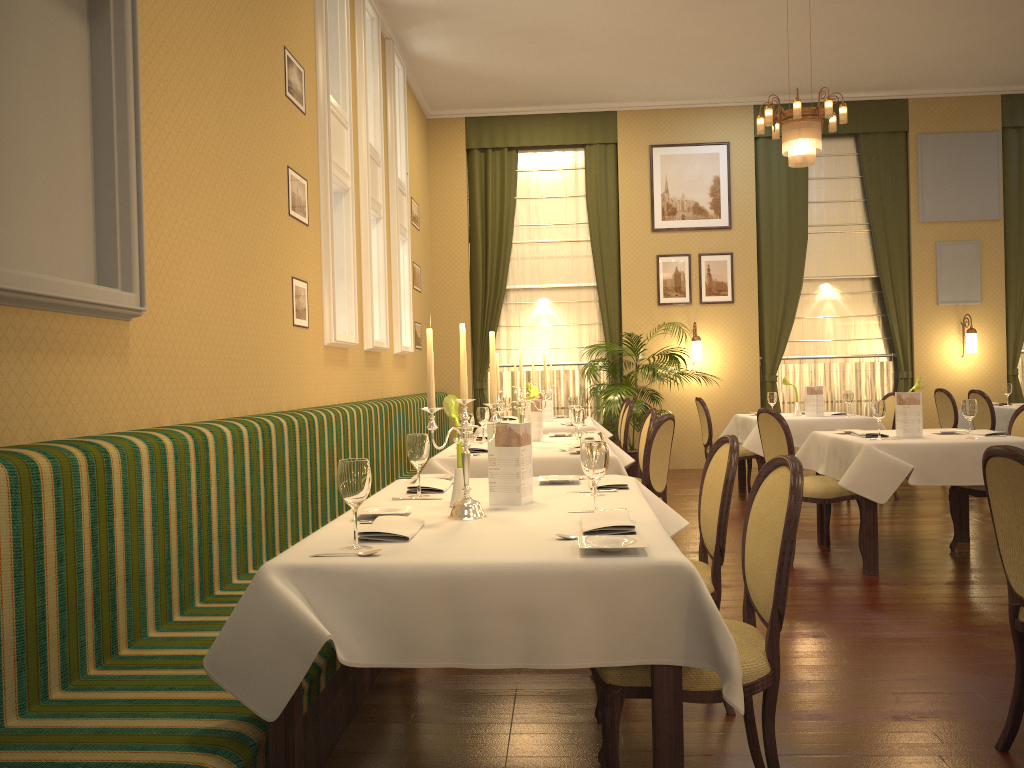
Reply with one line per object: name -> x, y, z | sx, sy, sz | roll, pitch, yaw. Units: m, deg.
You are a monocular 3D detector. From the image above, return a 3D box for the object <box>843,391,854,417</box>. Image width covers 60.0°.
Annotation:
object -> 2.983, 0.174, 7.859 | 0.088, 0.229, 0.088 | -2, 1, -39

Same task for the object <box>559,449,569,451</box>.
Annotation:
object -> 0.353, 0.373, 5.024 | 0.181, 0.015, 0.038 | -1, 0, 5

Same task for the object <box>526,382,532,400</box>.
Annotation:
object -> 0.176, 0.170, 8.355 | 0.076, 0.375, 0.163 | -2, 0, -10

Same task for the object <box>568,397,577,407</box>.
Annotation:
object -> 0.551, 0.235, 8.070 | 0.088, 0.229, 0.088 | -2, 1, -39

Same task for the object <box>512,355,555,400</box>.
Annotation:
object -> 0.196, 0.036, 8.021 | 0.390, 0.655, 0.131 | -1, 0, 9

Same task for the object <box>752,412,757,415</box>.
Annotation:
object -> 2.366, 0.288, 8.500 | 0.160, 0.024, 0.160 | -1, 0, 3

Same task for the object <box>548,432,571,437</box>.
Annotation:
object -> 0.338, 0.359, 6.245 | 0.160, 0.024, 0.160 | -1, 0, 3

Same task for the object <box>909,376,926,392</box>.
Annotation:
object -> 2.489, 0.134, 5.506 | 0.163, 0.375, 0.076 | -2, 1, -20

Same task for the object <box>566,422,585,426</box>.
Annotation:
object -> 0.543, 0.343, 7.561 | 0.160, 0.024, 0.160 | -1, 0, 3

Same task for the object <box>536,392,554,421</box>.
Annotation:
object -> 0.300, 0.217, 8.421 | 0.166, 0.277, 0.081 | -1, 1, 20

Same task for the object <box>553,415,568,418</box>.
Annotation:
object -> 0.487, 0.333, 8.940 | 0.160, 0.024, 0.160 | -1, 0, 3

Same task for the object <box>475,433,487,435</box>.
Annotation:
object -> -0.183, 0.371, 6.425 | 0.160, 0.024, 0.160 | -1, 0, 3

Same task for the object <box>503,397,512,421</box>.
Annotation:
object -> -0.044, 0.246, 8.645 | 0.088, 0.229, 0.088 | -2, 1, -39

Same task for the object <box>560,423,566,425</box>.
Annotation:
object -> 0.503, 0.347, 7.719 | 0.181, 0.015, 0.038 | -1, 0, 5

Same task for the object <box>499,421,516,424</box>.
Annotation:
object -> -0.035, 0.353, 7.879 | 0.142, 0.033, 0.273 | -1, 0, 3

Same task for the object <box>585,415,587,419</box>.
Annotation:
object -> 0.670, 0.331, 8.824 | 0.142, 0.024, 0.273 | -1, 0, 3

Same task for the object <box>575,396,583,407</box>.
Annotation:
object -> 0.646, 0.229, 8.537 | 0.088, 0.229, 0.088 | -2, 1, -39

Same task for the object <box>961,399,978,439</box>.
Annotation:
object -> 2.675, 0.204, 5.185 | 0.088, 0.229, 0.088 | -2, 1, -45

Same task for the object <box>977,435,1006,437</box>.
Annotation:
object -> 2.840, 0.309, 5.269 | 0.185, 0.010, 0.017 | -1, 0, 3

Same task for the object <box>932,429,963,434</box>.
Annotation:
object -> 2.734, 0.303, 5.570 | 0.160, 0.024, 0.160 | -1, 0, 3

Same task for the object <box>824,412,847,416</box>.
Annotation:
object -> 2.990, 0.276, 8.221 | 0.142, 0.024, 0.273 | -1, 0, 3

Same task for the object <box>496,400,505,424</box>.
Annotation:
object -> -0.103, 0.256, 7.666 | 0.088, 0.229, 0.088 | -2, 1, -39

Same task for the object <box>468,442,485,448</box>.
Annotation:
object -> -0.254, 0.381, 5.491 | 0.160, 0.024, 0.160 | -1, 0, 3

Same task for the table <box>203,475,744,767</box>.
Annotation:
table -> 0.005, 0.782, 2.968 | 1.385, 0.759, 2.152 | -1, 0, 3

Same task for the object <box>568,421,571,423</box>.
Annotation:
object -> 0.566, 0.337, 7.880 | 0.142, 0.033, 0.273 | -1, 0, 3

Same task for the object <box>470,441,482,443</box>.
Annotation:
object -> -0.187, 0.382, 5.866 | 0.185, 0.010, 0.017 | -1, 0, 4

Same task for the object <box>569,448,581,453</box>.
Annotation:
object -> 0.393, 0.369, 4.865 | 0.160, 0.024, 0.160 | -1, 0, 3

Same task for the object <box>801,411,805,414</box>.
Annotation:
object -> 2.774, 0.278, 8.463 | 0.160, 0.024, 0.160 | -1, 0, 3

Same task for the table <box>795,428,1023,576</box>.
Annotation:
table -> 2.568, 0.694, 5.531 | 1.389, 0.759, 1.395 | -1, 0, 5

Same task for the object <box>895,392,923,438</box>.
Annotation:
object -> 2.398, 0.188, 5.402 | 0.081, 0.277, 0.166 | -2, 1, -40

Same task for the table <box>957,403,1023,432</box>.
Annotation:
table -> 5.395, 0.594, 8.747 | 1.385, 0.759, 2.152 | -1, 0, 3

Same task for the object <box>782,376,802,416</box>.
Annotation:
object -> 2.590, 0.109, 8.198 | 0.163, 0.375, 0.076 | -1, 1, 25

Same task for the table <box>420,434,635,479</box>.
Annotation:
table -> 0.155, 0.756, 5.668 | 1.385, 0.759, 2.152 | -1, 0, 3

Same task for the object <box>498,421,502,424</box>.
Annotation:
object -> -0.104, 0.355, 8.186 | 0.160, 0.024, 0.160 | -1, 0, 3

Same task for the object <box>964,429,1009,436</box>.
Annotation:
object -> 2.916, 0.300, 5.455 | 0.142, 0.024, 0.273 | -1, 0, 3

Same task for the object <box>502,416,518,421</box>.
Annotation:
object -> -0.018, 0.344, 8.850 | 0.142, 0.033, 0.273 | -1, 0, 3

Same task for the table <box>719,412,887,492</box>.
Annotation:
table -> 2.717, 0.668, 8.225 | 1.389, 0.759, 1.395 | -1, 0, 5

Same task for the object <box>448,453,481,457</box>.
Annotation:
object -> -0.260, 0.390, 4.884 | 0.181, 0.015, 0.038 | -1, 0, 5

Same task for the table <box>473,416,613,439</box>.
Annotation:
table -> 0.305, 0.729, 8.363 | 1.385, 0.759, 2.152 | -1, 0, 3

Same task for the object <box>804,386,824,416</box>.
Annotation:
object -> 2.748, 0.157, 8.043 | 0.166, 0.277, 0.081 | -1, 0, 10

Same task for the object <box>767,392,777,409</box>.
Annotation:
object -> 2.356, 0.189, 8.024 | 0.088, 0.229, 0.088 | -2, 1, -39
